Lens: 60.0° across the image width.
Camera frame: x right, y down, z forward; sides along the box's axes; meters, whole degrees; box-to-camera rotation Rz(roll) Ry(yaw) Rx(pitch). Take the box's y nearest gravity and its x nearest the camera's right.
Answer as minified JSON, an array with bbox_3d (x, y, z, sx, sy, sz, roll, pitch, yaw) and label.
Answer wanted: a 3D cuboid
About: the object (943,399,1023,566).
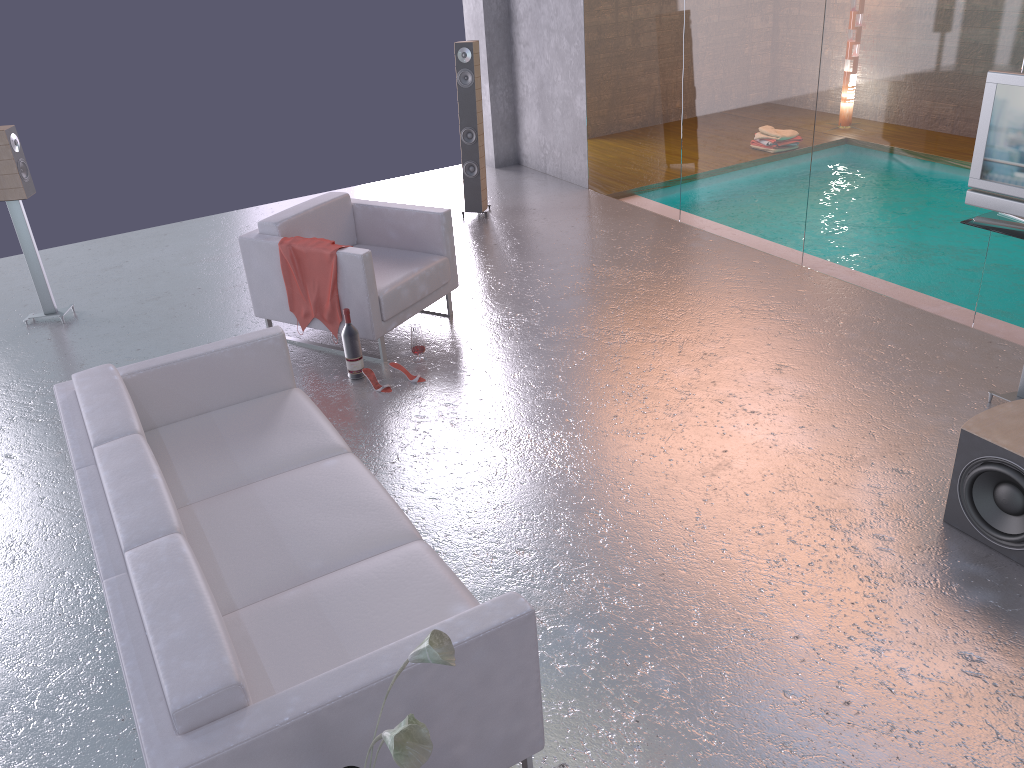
[{"bbox_3d":[2.156,0.381,3.575,0.604,0.459,0.514,-18,31,-24],"label":"object"}]

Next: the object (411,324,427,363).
[{"bbox_3d":[-0.574,-0.249,5.402,0.091,0.233,0.091,-4,28,0],"label":"object"}]

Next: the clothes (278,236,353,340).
[{"bbox_3d":[-1.158,-0.603,5.466,0.574,0.604,0.254,12,32,28],"label":"clothes"}]

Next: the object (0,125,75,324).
[{"bbox_3d":[-3.421,-1.082,6.166,0.333,1.363,0.243,-3,28,3],"label":"object"}]

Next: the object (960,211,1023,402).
[{"bbox_3d":[2.589,-0.323,4.308,0.360,0.958,0.818,-18,31,-24],"label":"object"}]

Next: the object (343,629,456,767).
[{"bbox_3d":[-0.297,1.066,1.992,0.387,1.051,0.400,0,28,9],"label":"object"}]

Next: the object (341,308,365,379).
[{"bbox_3d":[-0.943,-0.240,5.219,0.109,0.435,0.109,-5,28,-1],"label":"object"}]

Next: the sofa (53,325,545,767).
[{"bbox_3d":[-0.920,0.584,3.241,1.026,0.824,2.353,-18,31,-24],"label":"sofa"}]

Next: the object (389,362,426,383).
[{"bbox_3d":[-0.614,-0.071,5.226,0.235,0.087,0.079,10,31,25],"label":"object"}]

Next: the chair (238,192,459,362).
[{"bbox_3d":[-1.025,-0.748,5.798,1.026,0.808,0.936,12,32,28],"label":"chair"}]

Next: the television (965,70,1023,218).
[{"bbox_3d":[2.534,-1.010,3.946,0.054,0.644,1.000,-18,31,-24],"label":"television"}]

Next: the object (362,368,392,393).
[{"bbox_3d":[-0.787,-0.019,5.152,0.235,0.087,0.079,17,35,35],"label":"object"}]

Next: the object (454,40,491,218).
[{"bbox_3d":[-0.330,-2.235,7.791,0.244,1.473,0.444,4,29,15],"label":"object"}]
